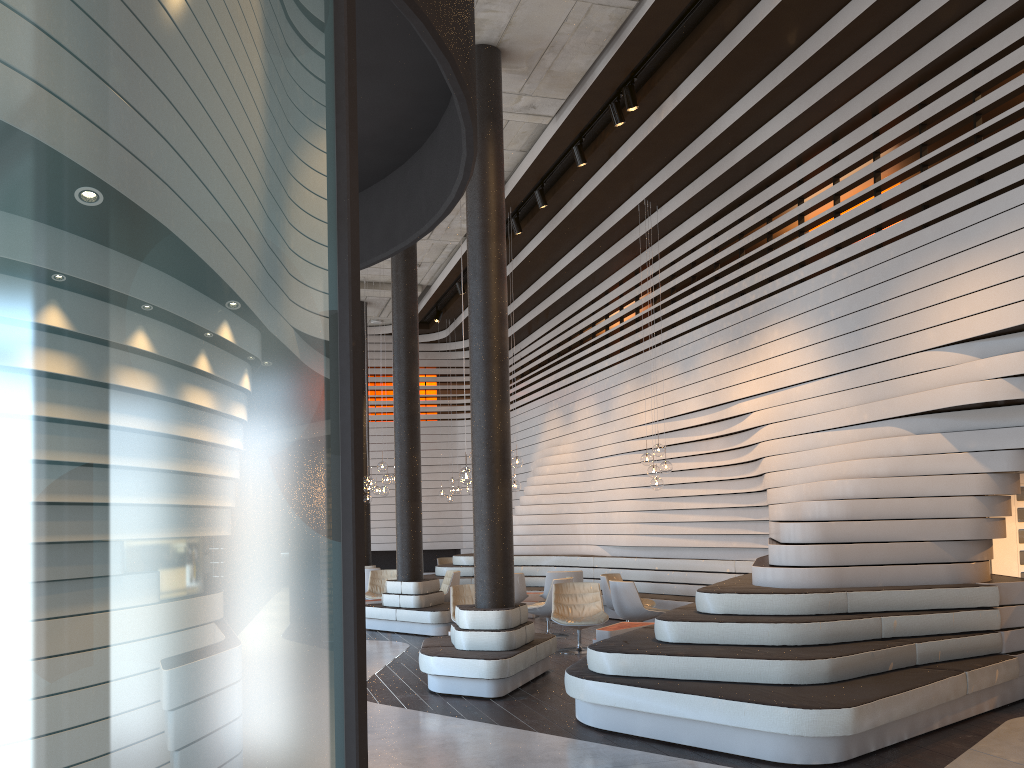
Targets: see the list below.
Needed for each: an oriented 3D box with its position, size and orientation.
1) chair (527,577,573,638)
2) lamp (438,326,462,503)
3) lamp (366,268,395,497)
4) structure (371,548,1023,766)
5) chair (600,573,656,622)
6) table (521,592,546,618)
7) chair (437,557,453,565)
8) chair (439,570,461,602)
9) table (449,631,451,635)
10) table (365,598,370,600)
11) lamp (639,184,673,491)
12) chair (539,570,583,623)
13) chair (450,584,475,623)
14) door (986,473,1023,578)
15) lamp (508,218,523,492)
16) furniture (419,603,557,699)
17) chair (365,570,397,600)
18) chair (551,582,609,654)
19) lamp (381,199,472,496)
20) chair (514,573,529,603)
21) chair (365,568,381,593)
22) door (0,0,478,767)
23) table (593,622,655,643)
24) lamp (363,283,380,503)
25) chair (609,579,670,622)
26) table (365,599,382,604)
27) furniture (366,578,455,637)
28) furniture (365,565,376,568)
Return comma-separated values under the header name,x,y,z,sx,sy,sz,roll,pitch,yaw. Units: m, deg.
name,x,y,z,sx,sy,sz,roll,pitch,yaw
chair,0.458,2.920,11.561,0.715,0.761,0.658,-4,-6,23
lamp,-1.380,0.254,19.174,0.546,4.644,0.294,-2,-3,9
lamp,-2.095,-0.542,13.994,0.542,4.644,0.296,0,-3,-31
structure,0.564,3.273,14.339,5.752,0.920,18.457,2,-9,-20
chair,1.552,2.935,11.825,0.716,0.761,0.657,-4,-6,27
table,0.102,3.504,13.968,0.910,0.368,0.415,-4,-7,16
chair,-1.262,4.135,19.032,0.654,0.761,0.719,4,-8,-43
chair,-1.147,3.297,13.716,0.708,0.761,0.664,0,-6,-13
table,-0.267,2.814,9.515,0.903,0.368,0.418,1,-7,-14
table,-2.647,3.962,16.459,0.904,0.368,0.418,0,-6,-9
lamp,1.769,-0.970,11.389,0.336,4.683,0.530,-3,-4,35
chair,0.753,3.173,13.218,0.655,0.761,0.718,-1,-6,-9
chair,-0.395,2.744,10.306,0.654,0.761,0.719,0,-6,-16
door,5.391,1.779,9.293,0.967,2.091,0.164,0,-3,-16
lamp,-0.076,-0.820,12.589,0.309,4.710,0.667,-1,-3,-8
furniture,-0.377,2.467,8.391,1.281,0.716,1.780,-4,-8,19
chair,-2.051,3.406,14.268,0.656,0.761,0.717,-2,-6,1
chair,0.773,2.696,10.181,0.656,0.761,0.717,-1,-6,-1
lamp,2.467,-1.877,5.078,9.004,4.578,42.470,1,-9,-17
chair,-0.082,3.169,13.062,0.657,0.761,0.716,-2,-6,3
chair,-2.491,3.642,15.705,0.660,0.761,0.713,-3,-6,20
door,-1.657,0.510,2.128,3.195,2.832,3.290,0,-6,-10
table,1.183,2.762,9.404,0.904,0.368,0.418,6,-10,-44
lamp,-2.701,-0.075,16.519,0.277,4.598,0.543,-3,-4,35
chair,1.560,2.774,10.799,0.708,0.761,0.664,0,-6,-17
table,-2.000,3.473,13.443,0.902,0.368,0.419,2,-7,-24
furniture,-1.191,3.147,12.598,1.793,0.717,1.272,-9,-11,43
furniture,-3.270,3.978,17.575,1.270,0.716,1.796,1,-9,-21
